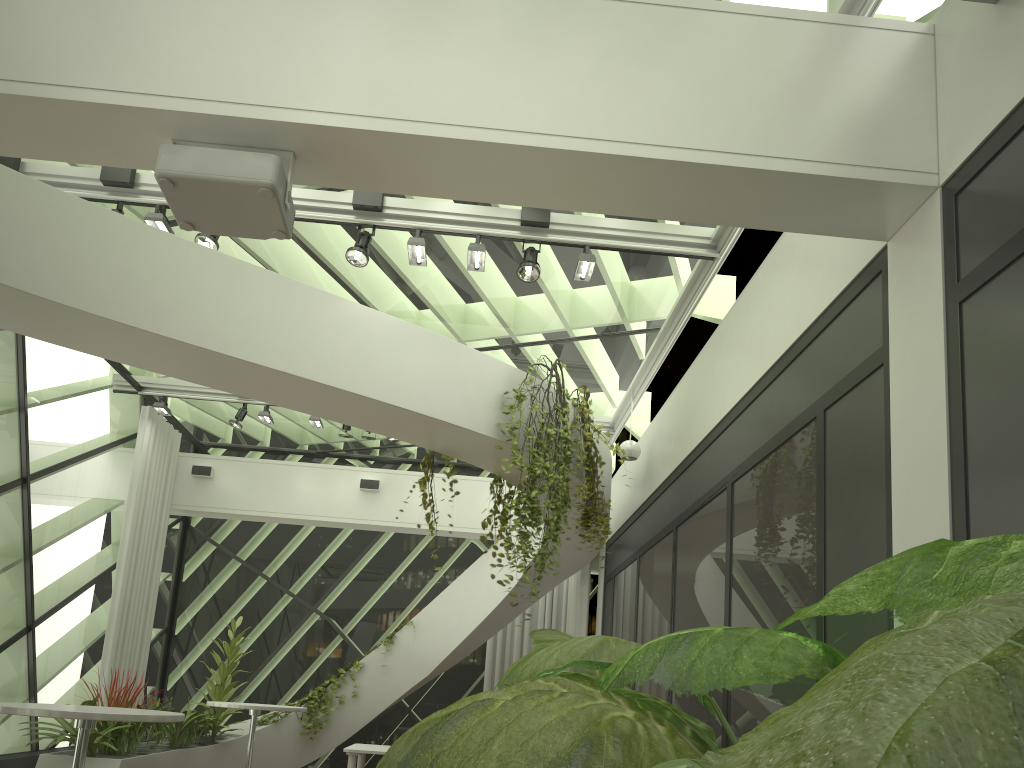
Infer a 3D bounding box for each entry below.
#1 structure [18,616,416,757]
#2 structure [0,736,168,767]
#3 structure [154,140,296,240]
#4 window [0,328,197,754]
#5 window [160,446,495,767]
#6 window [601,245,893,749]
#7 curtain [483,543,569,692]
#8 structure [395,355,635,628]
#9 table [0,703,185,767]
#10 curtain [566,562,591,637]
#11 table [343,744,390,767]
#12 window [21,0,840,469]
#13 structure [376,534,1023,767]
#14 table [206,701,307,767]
[{"bbox_3d":[-3.135,3.012,9.091,2.042,1.612,4.942,-5,-21,27],"label":"structure"},{"bbox_3d":[-4.219,2.291,4.266,0.259,0.485,15.754,5,-20,-2],"label":"structure"},{"bbox_3d":[-1.067,-0.754,3.323,0.462,0.267,0.403,5,-17,-2],"label":"structure"},{"bbox_3d":[-4.192,0.090,3.982,0.084,4.469,17.438,5,-20,-2],"label":"window"},{"bbox_3d":[-1.849,3.287,12.269,5.741,4.489,0.039,5,-12,-3],"label":"window"},{"bbox_3d":[1.272,2.216,6.839,0.050,3.122,7.476,5,-19,-2],"label":"window"},{"bbox_3d":[0.271,3.552,12.102,1.232,3.951,0.165,5,-12,-4],"label":"curtain"},{"bbox_3d":[0.002,0.835,6.849,1.668,2.002,1.463,16,-18,-36],"label":"structure"},{"bbox_3d":[-2.071,2.088,4.123,0.861,1.059,0.884,-5,-18,31],"label":"table"},{"bbox_3d":[0.841,3.314,11.341,0.160,3.951,1.033,5,-12,-3],"label":"curtain"},{"bbox_3d":[-0.945,4.120,8.943,1.501,0.694,1.111,5,-18,-2],"label":"table"},{"bbox_3d":[-1.214,-1.829,4.570,5.690,0.053,17.405,5,-20,-2],"label":"window"},{"bbox_3d":[0.366,1.713,3.743,1.783,1.654,9.264,5,-20,-2],"label":"structure"},{"bbox_3d":[-2.287,3.354,7.631,0.861,1.059,0.884,-5,-18,31],"label":"table"}]
